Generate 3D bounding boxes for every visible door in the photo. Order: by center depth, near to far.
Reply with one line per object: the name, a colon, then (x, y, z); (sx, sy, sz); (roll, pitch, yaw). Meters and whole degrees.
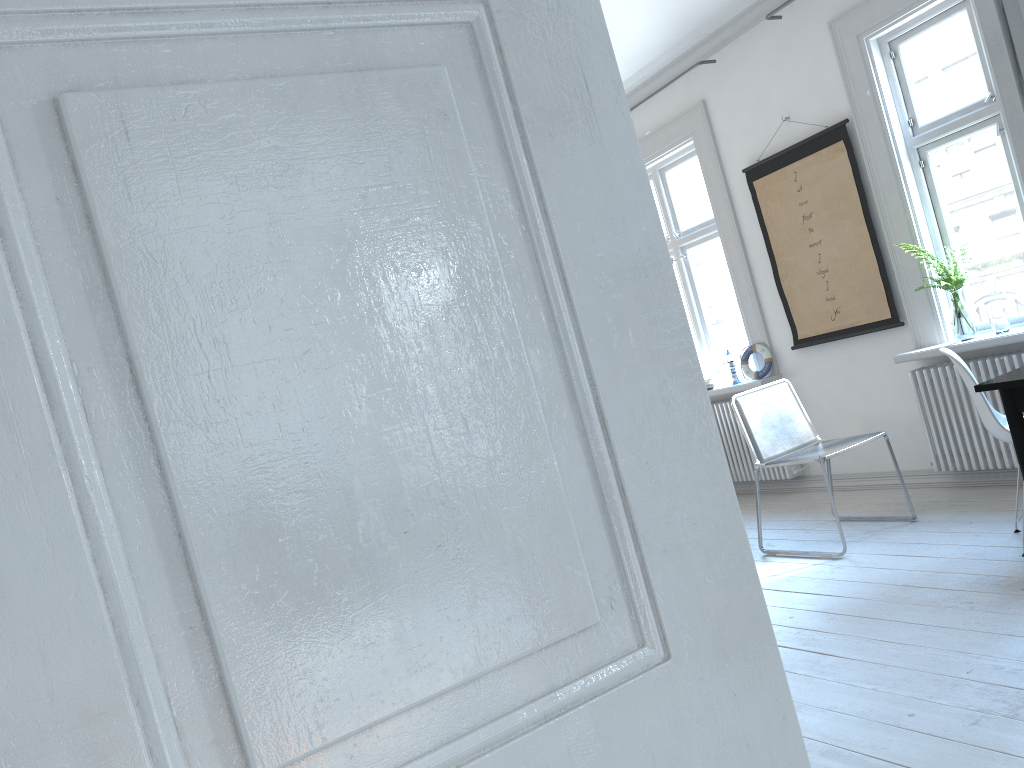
door: (0.586, -0.264, 1.318); (2.593, 2.506, 0.578); (-16, 1, -29)

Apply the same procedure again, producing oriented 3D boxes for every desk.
desk: (2.179, 0.192, 2.761); (1.157, 0.759, 0.652); (-16, 1, -29)

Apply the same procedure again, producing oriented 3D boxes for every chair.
chair: (2.053, 0.191, 3.426); (0.555, 0.824, 0.473); (-15, 1, 26)
chair: (1.482, 0.365, 4.299); (0.561, 0.798, 0.525); (-16, 1, -29)

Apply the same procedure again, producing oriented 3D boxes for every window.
window: (1.013, -0.912, 9.881); (11.940, 7.012, 7.994); (-16, 1, -29)
window: (7.924, -4.556, 19.398); (26.487, 15.025, 25.692); (-16, 0, -29)

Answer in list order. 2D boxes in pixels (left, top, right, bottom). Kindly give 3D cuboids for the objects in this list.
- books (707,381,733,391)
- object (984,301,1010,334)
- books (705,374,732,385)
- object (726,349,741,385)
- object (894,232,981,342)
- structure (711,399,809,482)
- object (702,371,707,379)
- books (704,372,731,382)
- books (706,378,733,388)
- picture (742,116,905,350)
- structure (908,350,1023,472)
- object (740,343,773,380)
books: (1.353, 0.026, 6.062); (0.219, 0.013, 0.273); (-16, 0, -33)
object: (2.329, -0.315, 4.240); (0.097, 0.146, 0.098); (-16, 1, -23)
books: (1.346, -0.016, 6.067); (0.207, 0.022, 0.254); (-16, 0, -28)
object: (1.441, -0.114, 5.804); (0.060, 0.235, 0.059); (-15, 1, 13)
object: (2.181, -0.491, 4.394); (0.414, 0.565, 0.304); (-16, 1, 5)
structure: (1.409, 0.403, 6.189); (0.195, 0.547, 1.508); (-16, 0, -29)
object: (1.288, -0.117, 6.127); (0.074, 0.173, 0.074); (-15, 1, 16)
books: (1.343, -0.035, 6.063); (0.202, 0.015, 0.269); (-16, 0, -32)
books: (1.353, 0.007, 6.079); (0.207, 0.025, 0.263); (-16, 0, -36)
picture: (1.722, -0.890, 5.039); (0.057, 1.313, 0.794); (-16, 1, -29)
structure: (2.550, 0.086, 4.062); (0.195, 0.547, 1.508); (-16, 0, -29)
object: (1.553, -0.140, 5.629); (0.079, 0.227, 0.236); (-17, 1, -43)
